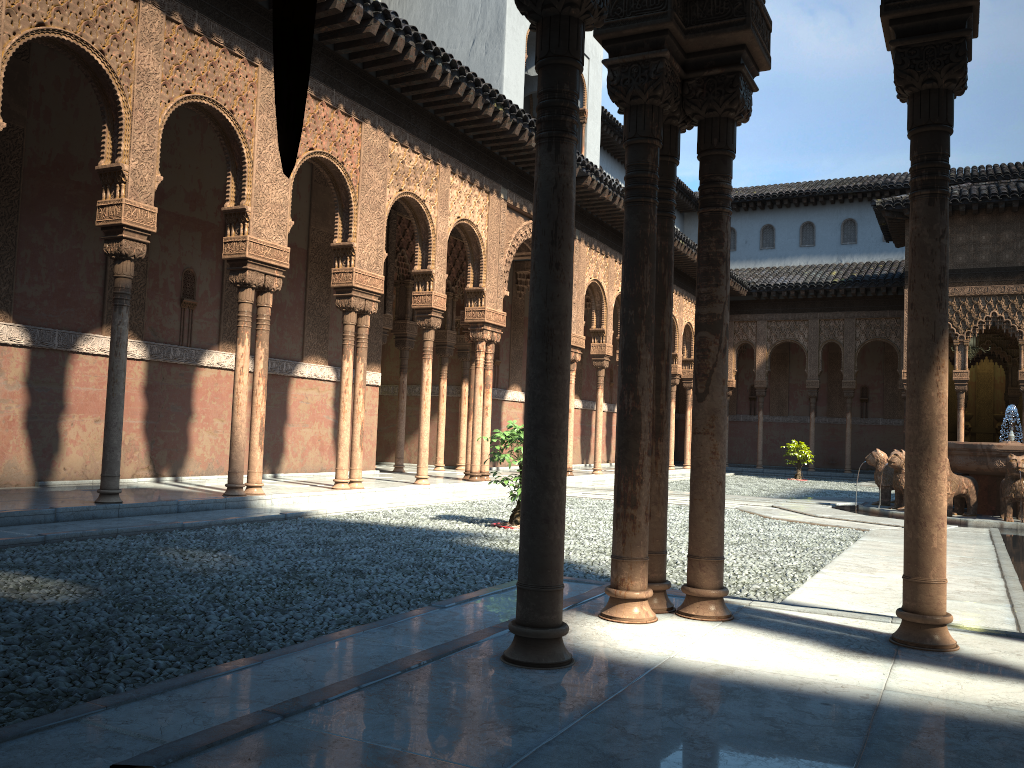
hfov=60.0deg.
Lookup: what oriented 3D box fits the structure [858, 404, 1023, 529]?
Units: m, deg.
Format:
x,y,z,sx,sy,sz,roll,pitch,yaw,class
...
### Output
x,y,z,sx,sy,sz,roll,pitch,yaw,class
8.138,1.329,14.478,4.508,1.991,4.508,1,-4,27,structure
